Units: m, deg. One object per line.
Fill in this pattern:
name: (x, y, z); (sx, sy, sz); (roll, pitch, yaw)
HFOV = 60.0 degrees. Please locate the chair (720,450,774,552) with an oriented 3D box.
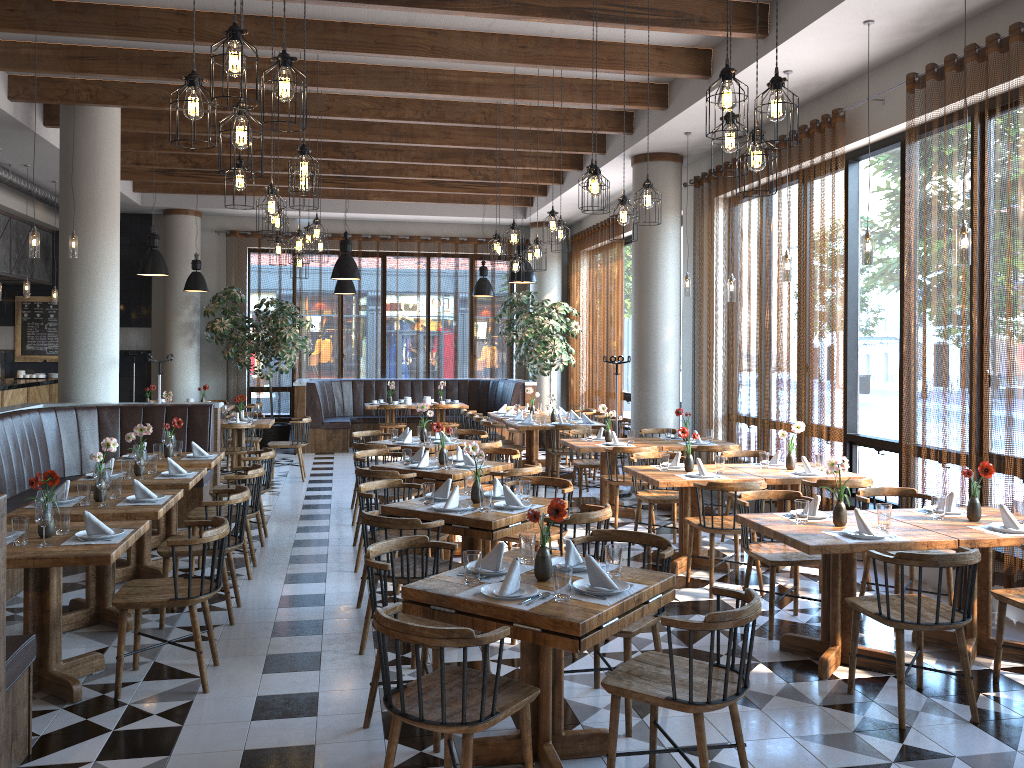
chair: (2.137, 1.029, 7.887); (0.519, 0.817, 0.550); (0, 1, -11)

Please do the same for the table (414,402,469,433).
table: (-1.227, 0.727, 15.175); (0.850, 0.764, 0.851); (0, 1, -11)

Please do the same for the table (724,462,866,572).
table: (2.265, 1.084, 7.249); (0.850, 0.764, 0.851); (0, 1, -11)

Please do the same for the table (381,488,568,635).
table: (-0.227, 1.136, 5.619); (0.864, 0.764, 0.864); (1, 2, 34)

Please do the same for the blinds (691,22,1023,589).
blinds: (2.887, -0.540, 7.120); (0.160, 3.580, 7.271); (0, 2, -11)

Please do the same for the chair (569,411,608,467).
chair: (1.110, 0.815, 12.809); (0.549, 0.817, 0.519); (0, 1, -11)

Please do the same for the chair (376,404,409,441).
chair: (-1.945, 0.729, 14.406); (0.519, 0.817, 0.550); (0, 1, -11)

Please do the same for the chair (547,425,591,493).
chair: (0.697, 0.893, 10.908); (0.519, 0.817, 0.550); (0, 1, -11)

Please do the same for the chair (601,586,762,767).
chair: (0.667, 1.209, 3.409); (0.550, 0.817, 0.519); (1, 1, 34)

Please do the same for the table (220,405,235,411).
table: (-4.946, 0.744, 14.218); (0.850, 0.764, 0.851); (0, 1, -11)

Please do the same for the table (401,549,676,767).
table: (0.129, 1.216, 3.773); (0.864, 0.764, 0.864); (1, 2, 34)

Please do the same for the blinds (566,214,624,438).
blinds: (1.368, -0.883, 15.029); (0.155, 3.581, 3.200); (0, 1, -11)

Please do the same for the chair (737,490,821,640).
chair: (1.717, 1.123, 5.610); (0.519, 0.817, 0.550); (0, 1, -11)

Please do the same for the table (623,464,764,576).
table: (1.424, 1.085, 7.087); (0.850, 0.764, 0.851); (0, 1, -11)

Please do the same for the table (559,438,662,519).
table: (1.007, 0.991, 9.249); (0.850, 0.764, 0.851); (0, 1, -11)

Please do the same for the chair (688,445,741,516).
chair: (1.967, 0.991, 8.767); (0.519, 0.817, 0.550); (0, 1, -11)

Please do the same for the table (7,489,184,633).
table: (-2.598, 1.122, 5.598); (0.850, 0.764, 0.851); (0, 1, -11)

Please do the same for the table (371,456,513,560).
table: (-0.579, 1.057, 7.444); (0.864, 0.764, 0.864); (1, 2, 34)

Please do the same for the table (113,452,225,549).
table: (-3.014, 1.029, 7.752); (0.850, 0.764, 0.851); (0, 1, -11)

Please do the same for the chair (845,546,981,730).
chair: (1.963, 1.178, 4.328); (0.519, 0.817, 0.550); (0, 1, -11)

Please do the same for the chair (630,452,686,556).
chair: (1.308, 1.031, 7.727); (0.519, 0.817, 0.550); (0, 1, -11)

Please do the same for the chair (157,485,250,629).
chair: (-1.976, 1.095, 5.711); (0.549, 0.817, 0.519); (0, 1, -11)

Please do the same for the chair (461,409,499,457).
chair: (-0.486, 0.793, 13.101); (0.549, 0.817, 0.519); (0, 1, -11)

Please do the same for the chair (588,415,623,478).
chair: (1.233, 0.843, 12.170); (0.549, 0.817, 0.519); (0, 1, -11)

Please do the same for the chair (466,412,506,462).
chair: (-0.376, 0.817, 12.535); (0.549, 0.817, 0.519); (0, 1, -11)

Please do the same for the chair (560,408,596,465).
chair: (0.997, 0.790, 13.393); (0.549, 0.817, 0.519); (0, 1, -11)

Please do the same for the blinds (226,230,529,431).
blinds: (-2.419, -0.964, 16.382); (5.542, 3.582, 0.155); (0, 0, -11)

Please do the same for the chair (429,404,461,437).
chair: (-1.102, 0.727, 14.568); (0.519, 0.817, 0.550); (0, 1, -11)

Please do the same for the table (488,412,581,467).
table: (0.299, 0.831, 12.953); (1.215, 0.763, 1.215); (0, 2, -7)

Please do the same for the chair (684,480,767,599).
chair: (1.555, 1.086, 6.445); (0.519, 0.817, 0.550); (0, 1, -11)

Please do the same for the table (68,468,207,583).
table: (-2.805, 1.076, 6.668); (0.850, 0.764, 0.851); (0, 1, -11)

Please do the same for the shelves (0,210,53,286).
shelves: (-7.785, -1.646, 12.492); (0.682, 1.795, 5.868); (0, 2, -11)

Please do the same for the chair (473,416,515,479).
chair: (-0.253, 0.845, 11.897); (0.549, 0.817, 0.519); (0, 1, -11)

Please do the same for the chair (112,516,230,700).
chair: (-1.767, 1.142, 4.629); (0.549, 0.817, 0.519); (0, 1, -11)

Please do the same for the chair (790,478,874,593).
chair: (2.384, 1.085, 6.605); (0.519, 0.817, 0.550); (0, 1, -11)

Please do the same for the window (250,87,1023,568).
window: (1.267, -0.664, 11.333); (4.492, 3.164, 15.139); (-1, 3, -34)

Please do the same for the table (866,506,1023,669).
table: (2.673, 1.175, 5.132); (0.850, 0.764, 0.851); (0, 1, -11)

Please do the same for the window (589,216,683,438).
window: (1.839, -0.768, 13.891); (0.365, 3.165, 4.969); (0, 2, -11)

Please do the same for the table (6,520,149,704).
table: (-2.389, 1.169, 4.514); (0.850, 0.764, 0.851); (0, 1, -11)

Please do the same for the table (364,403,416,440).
table: (-2.065, 0.729, 15.013); (0.850, 0.764, 0.851); (0, 1, -11)

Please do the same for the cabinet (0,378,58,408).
cabinet: (-8.613, 0.602, 12.268); (3.027, 1.164, 5.998); (0, 2, -11)

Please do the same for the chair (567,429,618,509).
chair: (0.892, 0.937, 9.889); (0.519, 0.817, 0.550); (0, 1, -11)

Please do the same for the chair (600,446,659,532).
chair: (1.138, 0.993, 8.607); (0.519, 0.817, 0.550); (0, 1, -11)

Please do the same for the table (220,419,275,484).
table: (-3.534, 0.870, 11.441); (0.850, 0.764, 0.851); (0, 1, -11)

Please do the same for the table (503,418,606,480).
table: (0.537, 0.884, 11.715); (1.215, 0.763, 1.215); (0, 2, -7)

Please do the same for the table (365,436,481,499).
table: (-0.920, 0.981, 9.212); (0.864, 0.764, 0.864); (1, 2, 34)

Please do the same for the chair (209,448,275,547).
chair: (-2.393, 1.001, 7.876); (0.549, 0.817, 0.519); (0, 1, -11)

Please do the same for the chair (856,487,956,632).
chair: (2.545, 1.121, 5.770); (0.519, 0.817, 0.550); (0, 1, -11)

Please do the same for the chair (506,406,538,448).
chair: (0.151, 0.770, 13.744); (0.519, 0.817, 0.550); (0, 1, -11)

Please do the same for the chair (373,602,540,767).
chair: (-0.216, 1.211, 3.217); (0.519, 0.817, 0.550); (1, 1, 34)

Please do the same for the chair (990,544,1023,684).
chair: (2.792, 1.177, 4.488); (0.519, 0.817, 0.550); (0, 1, -11)

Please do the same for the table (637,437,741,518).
table: (1.848, 0.990, 9.411); (0.850, 0.764, 0.851); (0, 1, -11)

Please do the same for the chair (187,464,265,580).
chair: (-2.184, 1.048, 6.793); (0.549, 0.817, 0.519); (0, 1, -11)

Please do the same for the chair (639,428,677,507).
chair: (1.720, 0.936, 10.049); (0.519, 0.817, 0.550); (0, 1, -11)

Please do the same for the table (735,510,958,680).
table: (1.832, 1.177, 4.970); (0.850, 0.764, 0.851); (0, 1, -11)

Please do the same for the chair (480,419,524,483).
chair: (-0.134, 0.872, 11.278); (0.549, 0.817, 0.519); (0, 1, -11)

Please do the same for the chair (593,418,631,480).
chair: (1.349, 0.869, 11.570); (0.549, 0.817, 0.519); (0, 1, -11)
